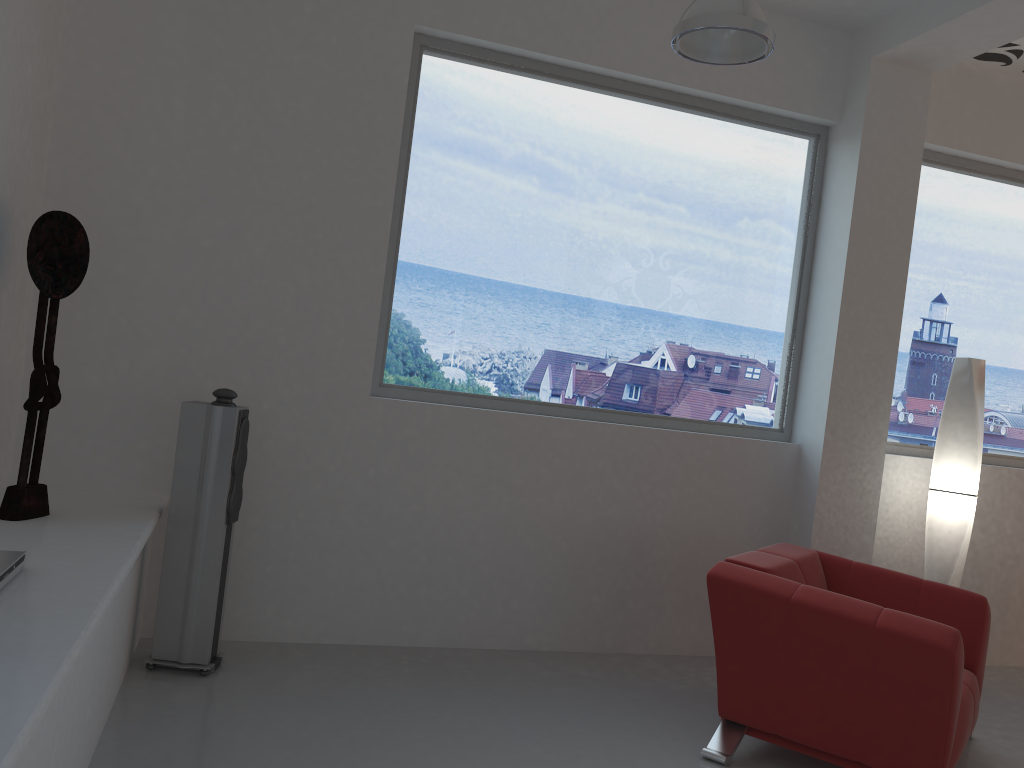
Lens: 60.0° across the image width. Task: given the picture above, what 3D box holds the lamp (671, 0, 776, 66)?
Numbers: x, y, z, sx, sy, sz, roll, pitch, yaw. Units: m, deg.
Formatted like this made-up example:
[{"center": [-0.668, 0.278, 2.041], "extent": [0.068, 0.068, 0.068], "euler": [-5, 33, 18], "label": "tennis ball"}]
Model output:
[{"center": [0.839, -1.665, 3.335], "extent": [0.379, 0.800, 0.379], "euler": [7, 0, 23], "label": "lamp"}]

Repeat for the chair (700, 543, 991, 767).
[{"center": [1.441, 1.163, 3.758], "extent": [0.951, 0.738, 1.288], "euler": [7, 0, 34], "label": "chair"}]

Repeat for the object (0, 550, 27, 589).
[{"center": [-1.521, 0.497, 2.324], "extent": [0.352, 0.045, 0.430], "euler": [7, 0, -16], "label": "object"}]

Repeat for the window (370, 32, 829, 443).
[{"center": [0.529, -0.700, 4.736], "extent": [2.400, 1.800, 0.100], "euler": [7, 0, -16], "label": "window"}]

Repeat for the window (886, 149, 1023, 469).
[{"center": [3.199, -0.378, 5.517], "extent": [2.400, 1.800, 0.100], "euler": [7, 0, -16], "label": "window"}]

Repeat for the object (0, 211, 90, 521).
[{"center": [-1.728, -0.074, 3.262], "extent": [0.108, 1.130, 0.331], "euler": [7, 0, 9], "label": "object"}]

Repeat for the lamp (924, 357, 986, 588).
[{"center": [2.380, 0.746, 4.820], "extent": [0.313, 1.779, 0.313], "euler": [7, 0, -24], "label": "lamp"}]

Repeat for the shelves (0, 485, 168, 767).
[{"center": [-1.113, 0.609, 1.299], "extent": [0.650, 0.050, 5.500], "euler": [7, 0, -16], "label": "shelves"}]

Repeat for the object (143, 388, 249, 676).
[{"center": [-1.308, 0.602, 3.736], "extent": [0.273, 1.184, 0.255], "euler": [7, 0, -1], "label": "object"}]
